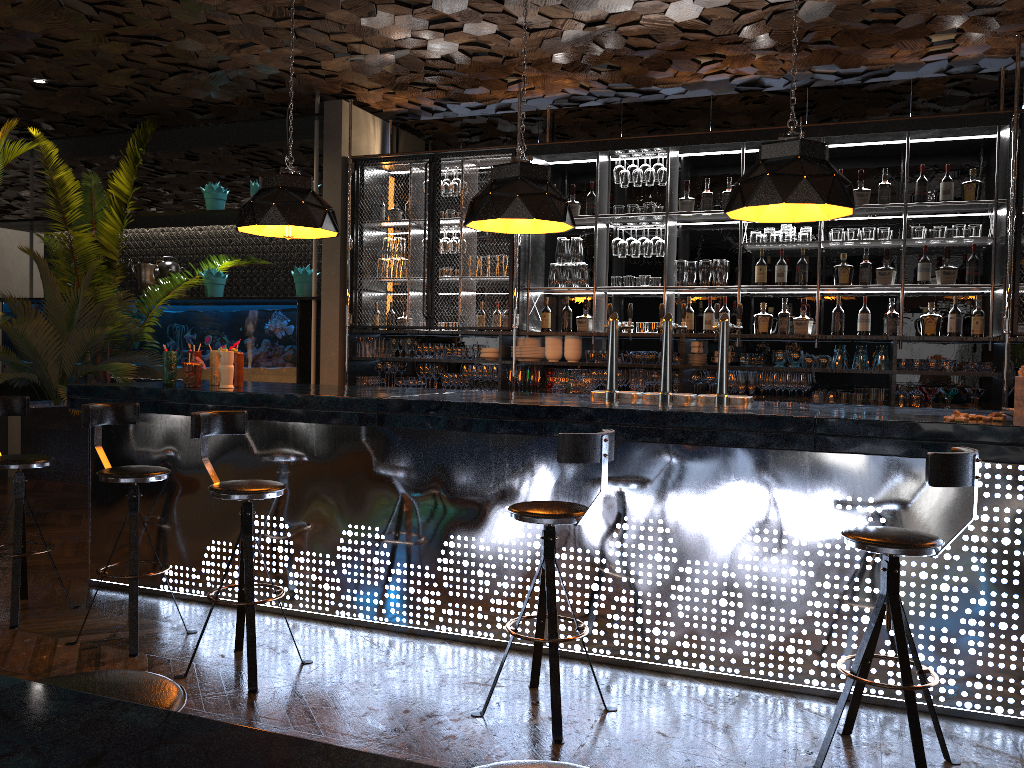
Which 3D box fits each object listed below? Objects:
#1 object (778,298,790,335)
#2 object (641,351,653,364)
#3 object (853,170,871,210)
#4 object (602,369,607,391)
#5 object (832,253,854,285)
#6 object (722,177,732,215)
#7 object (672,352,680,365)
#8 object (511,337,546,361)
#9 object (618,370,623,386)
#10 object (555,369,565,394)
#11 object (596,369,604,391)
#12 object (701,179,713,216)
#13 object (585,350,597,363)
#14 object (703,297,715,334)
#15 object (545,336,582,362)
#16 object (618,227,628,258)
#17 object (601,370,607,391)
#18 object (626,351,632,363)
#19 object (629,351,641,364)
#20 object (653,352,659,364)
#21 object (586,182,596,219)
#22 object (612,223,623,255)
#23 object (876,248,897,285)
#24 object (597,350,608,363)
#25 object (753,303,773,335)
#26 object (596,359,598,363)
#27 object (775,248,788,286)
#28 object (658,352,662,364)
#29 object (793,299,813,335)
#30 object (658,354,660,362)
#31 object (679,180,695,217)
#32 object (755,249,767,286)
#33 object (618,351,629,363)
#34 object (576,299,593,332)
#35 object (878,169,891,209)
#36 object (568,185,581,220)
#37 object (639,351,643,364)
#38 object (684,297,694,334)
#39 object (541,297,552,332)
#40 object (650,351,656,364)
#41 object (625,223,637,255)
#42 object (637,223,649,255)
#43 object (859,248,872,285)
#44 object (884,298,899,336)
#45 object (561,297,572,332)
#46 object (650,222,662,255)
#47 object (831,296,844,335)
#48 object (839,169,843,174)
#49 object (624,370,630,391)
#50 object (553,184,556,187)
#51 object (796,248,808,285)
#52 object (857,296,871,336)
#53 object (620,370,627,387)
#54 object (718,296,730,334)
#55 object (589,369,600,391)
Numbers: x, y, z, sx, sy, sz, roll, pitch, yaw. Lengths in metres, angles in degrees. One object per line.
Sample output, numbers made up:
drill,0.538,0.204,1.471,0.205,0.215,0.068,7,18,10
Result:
object,2.060,-0.506,6.708,0.083,0.282,0.083,2,2,21
object,1.050,-0.205,6.896,0.093,0.099,0.093,3,3,41
object,2.547,-1.420,6.479,0.123,0.279,0.123,2,2,10
object,0.755,-0.013,7.294,0.084,0.216,0.084,0,2,-30
object,2.445,-0.838,6.548,0.151,0.248,0.094,2,2,10
object,1.672,-1.448,6.837,0.083,0.282,0.083,3,2,36
object,1.270,-0.198,6.877,0.095,0.096,0.095,-1,3,-45
object,0.141,-0.288,7.363,0.306,0.195,0.300,2,2,23
object,0.827,-0.001,6.975,0.084,0.216,0.084,0,2,-26
object,0.387,-0.015,7.154,0.082,0.213,0.082,0,2,-39
object,0.709,-0.010,7.166,0.084,0.216,0.084,3,2,33
object,1.517,-1.453,6.897,0.083,0.282,0.083,1,2,6
object,0.629,-0.219,7.051,0.100,0.100,0.089,2,2,26
object,1.546,-0.534,6.942,0.086,0.298,0.086,1,2,-20
object,0.417,-0.288,7.220,0.309,0.216,0.149,2,2,19
object,0.902,-1.155,7.225,0.092,0.244,0.092,1,2,-18
object,0.742,-0.004,7.008,0.084,0.216,0.084,3,2,37
object,0.932,-0.217,7.167,0.109,0.100,0.109,1,2,4
object,0.973,-0.210,6.977,0.093,0.099,0.093,3,2,38
object,1.126,-0.210,7.087,0.093,0.099,0.093,2,2,9
object,0.649,-1.499,7.240,0.086,0.299,0.086,1,2,-20
object,0.842,-1.152,7.071,0.092,0.244,0.092,1,2,-18
object,2.713,-0.844,6.428,0.123,0.279,0.123,3,2,35
object,0.726,-0.217,7.073,0.100,0.100,0.089,0,2,-32
object,1.915,-0.493,6.764,0.151,0.248,0.094,2,2,10
object,0.663,-0.222,7.159,0.100,0.100,0.089,1,2,-6
object,2.048,-0.880,6.737,0.086,0.298,0.086,1,2,-20
object,1.178,-0.199,6.836,0.095,0.096,0.095,1,2,-5
object,2.183,-0.499,6.645,0.123,0.279,0.123,3,2,35
object,1.191,-0.202,6.942,0.095,0.096,0.095,2,2,22
object,1.371,-1.456,6.956,0.123,0.279,0.123,2,2,10
object,1.903,-0.883,6.766,0.086,0.299,0.086,1,2,-20
object,0.874,-0.213,7.019,0.109,0.100,0.109,1,2,4
object,0.604,-0.555,7.262,0.123,0.279,0.123,3,2,35
object,2.702,-1.418,6.433,0.083,0.282,0.083,2,2,21
object,0.499,-1.492,7.281,0.123,0.279,0.123,2,2,10
object,1.012,-0.212,7.078,0.093,0.099,0.093,2,2,9
object,1.390,-0.537,6.976,0.086,0.299,0.086,1,2,-20
object,0.287,-0.576,7.407,0.086,0.299,0.086,1,2,-20
object,1.084,-0.208,6.995,0.093,0.099,0.093,1,2,-7
object,0.944,-1.148,7.031,0.092,0.244,0.092,1,2,-18
object,1.036,-1.145,6.995,0.092,0.244,0.092,1,2,-18
object,2.590,-0.851,6.492,0.083,0.282,0.083,2,2,21
object,2.754,-0.482,6.436,0.083,0.282,0.083,1,2,6
object,0.454,-0.570,7.309,0.086,0.297,0.086,0,2,-35
object,1.133,-1.141,6.957,0.092,0.244,0.092,1,2,-18
object,2.407,-0.501,6.545,0.086,0.297,0.086,0,2,-35
object,2.424,-1.436,6.550,0.086,0.298,0.086,1,2,-20
object,0.926,-0.007,7.227,0.084,0.216,0.084,3,3,44
object,0.349,-1.510,7.387,0.086,0.298,0.086,1,2,-20
object,2.178,-0.874,6.655,0.086,0.297,0.086,1,2,-20
object,2.587,-0.496,6.509,0.086,0.298,0.086,1,2,-20
object,0.875,-0.004,7.104,0.084,0.216,0.084,0,2,-26
object,1.648,-0.529,6.877,0.086,0.298,0.086,1,2,-20
object,0.655,-0.007,7.043,0.084,0.216,0.084,2,2,10
